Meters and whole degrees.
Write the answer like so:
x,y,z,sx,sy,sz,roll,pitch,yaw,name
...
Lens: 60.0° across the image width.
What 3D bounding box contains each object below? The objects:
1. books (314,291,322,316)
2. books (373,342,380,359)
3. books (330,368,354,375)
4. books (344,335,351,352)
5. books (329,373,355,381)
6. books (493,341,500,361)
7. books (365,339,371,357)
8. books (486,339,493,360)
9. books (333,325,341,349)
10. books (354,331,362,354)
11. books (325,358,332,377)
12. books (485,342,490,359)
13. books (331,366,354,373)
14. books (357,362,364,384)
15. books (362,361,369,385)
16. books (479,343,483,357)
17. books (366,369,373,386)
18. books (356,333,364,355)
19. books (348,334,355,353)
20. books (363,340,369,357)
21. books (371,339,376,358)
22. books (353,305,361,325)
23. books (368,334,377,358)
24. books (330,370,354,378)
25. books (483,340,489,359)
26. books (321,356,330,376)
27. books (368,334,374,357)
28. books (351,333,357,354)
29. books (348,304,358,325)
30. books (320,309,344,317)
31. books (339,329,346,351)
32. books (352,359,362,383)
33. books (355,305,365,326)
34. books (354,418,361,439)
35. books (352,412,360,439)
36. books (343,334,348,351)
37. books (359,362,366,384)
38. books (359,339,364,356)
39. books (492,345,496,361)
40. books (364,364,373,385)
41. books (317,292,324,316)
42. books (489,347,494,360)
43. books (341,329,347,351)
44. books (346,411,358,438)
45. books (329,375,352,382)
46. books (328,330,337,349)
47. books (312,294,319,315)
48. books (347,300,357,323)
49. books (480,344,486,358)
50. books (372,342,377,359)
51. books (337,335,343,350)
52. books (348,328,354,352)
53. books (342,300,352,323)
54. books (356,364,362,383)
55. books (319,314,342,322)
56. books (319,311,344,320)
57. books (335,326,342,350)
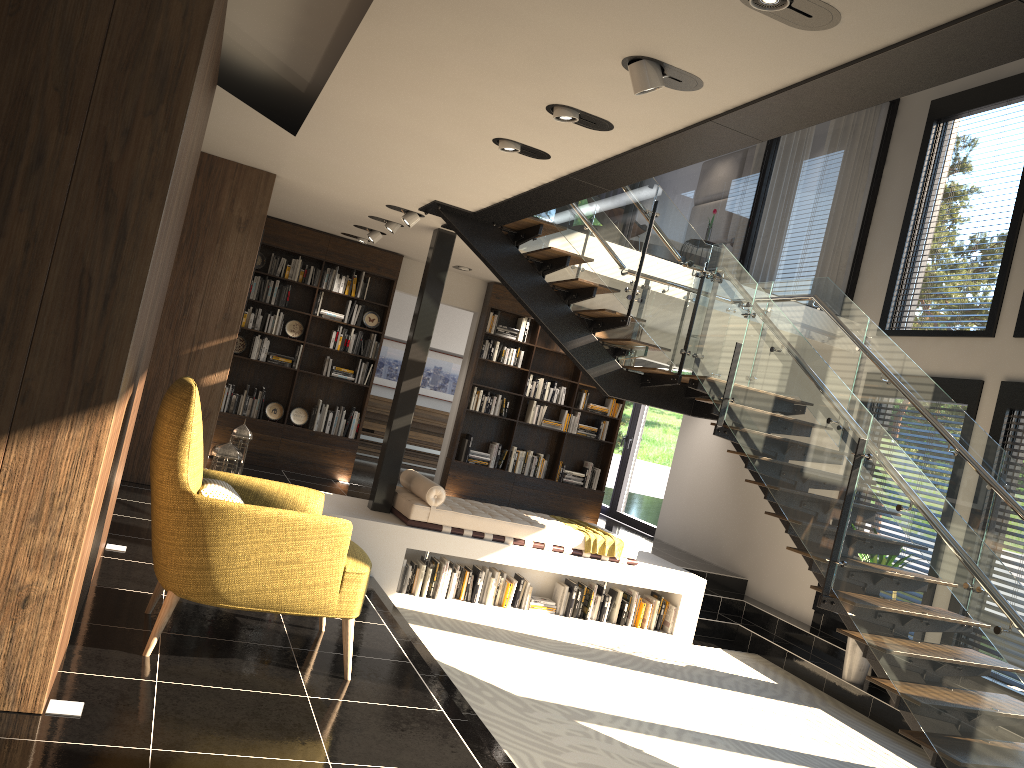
x,y,z,sx,sy,sz,roll,pitch,yaw,name
-2.200,-0.910,10.018,0.027,0.279,0.166,14,-1,-20,books
-1.571,-0.384,10.223,0.026,0.196,0.169,14,-1,-20,books
-1.949,-0.140,10.168,0.266,0.019,0.157,14,-1,-19,books
-1.880,-0.460,10.100,0.032,0.195,0.182,14,-1,-20,books
-1.956,-0.087,10.153,0.272,0.028,0.174,14,-1,-25,books
-0.211,-0.394,10.763,0.034,0.245,0.127,14,-1,-20,books
-1.661,-0.413,10.193,0.020,0.209,0.147,14,-1,-20,books
-0.287,-0.418,10.738,0.029,0.254,0.128,14,-1,-20,books
-2.005,-0.534,10.086,0.025,0.280,0.145,14,-1,-20,books
-1.776,-0.476,10.156,0.037,0.276,0.179,14,-1,-20,books
-2.089,-0.190,10.084,0.036,0.206,0.215,14,-1,-20,books
-0.315,-0.400,10.729,0.021,0.207,0.102,14,-1,-20,books
-1.946,-0.164,10.176,0.239,0.031,0.146,14,-1,-20,books
-1.753,-0.128,10.209,0.014,0.246,0.192,14,-1,-20,books
-1.702,-0.126,10.222,0.013,0.267,0.177,14,-1,-20,books
-0.399,-0.424,10.697,0.031,0.212,0.127,14,-1,-20,books
-1.659,-0.082,10.267,0.021,0.204,0.169,14,-1,-20,books
-1.751,-0.462,10.159,0.016,0.262,0.155,14,-1,-20,books
-1.836,-0.461,10.127,0.027,0.219,0.139,14,-1,-20,books
-1.691,-0.410,10.202,0.026,0.190,0.121,14,-1,-20,books
-1.615,-0.420,10.230,0.018,0.246,0.144,14,-1,-20,books
-1.796,-0.788,10.179,0.047,0.238,0.225,14,-1,-20,books
-1.619,-0.438,10.203,0.016,0.278,0.201,14,-1,-20,books
-1.953,-0.115,10.162,0.263,0.030,0.159,14,-1,-23,books
-0.337,-0.418,10.726,0.030,0.230,0.103,14,-1,-20,books
-2.126,-0.208,10.099,0.028,0.224,0.161,14,-1,-20,books
-1.641,-0.443,10.215,0.018,0.278,0.114,14,-1,-21,books
-1.816,-0.466,10.159,0.030,0.239,0.146,14,-1,-20,books
-1.823,-0.794,10.150,0.025,0.235,0.231,14,-1,-20,books
-2.060,-0.806,10.103,0.264,0.021,0.189,14,-1,-23,books
-1.942,-0.505,10.091,0.014,0.253,0.169,14,-1,-20,books
-1.787,-0.153,10.204,0.014,0.279,0.202,14,-1,-20,books
-1.752,-0.784,10.180,0.035,0.251,0.196,14,-1,-20,books
-1.800,0.510,10.248,0.029,0.247,0.139,14,-1,-20,books
-1.816,0.475,10.229,0.029,0.306,0.149,14,-1,-20,books
-1.915,-0.471,10.117,0.026,0.200,0.154,14,-1,-20,books
-1.743,-0.129,10.257,0.038,0.257,0.138,14,-1,-20,books
-1.733,-0.423,10.196,0.060,0.196,0.119,14,-1,-21,books
-0.240,-0.376,10.749,0.021,0.196,0.103,14,-1,-20,books
-1.674,-0.112,10.228,0.047,0.253,0.210,14,-1,-21,books
-2.182,-0.904,10.031,0.016,0.278,0.209,14,-1,-20,books
-0.265,-0.368,10.736,0.030,0.168,0.125,14,-1,-20,books
-1.923,-0.500,10.089,0.021,0.253,0.167,14,-1,-20,books
-1.846,0.463,10.224,0.035,0.314,0.168,14,-1,-20,books
-1.966,-0.064,10.164,0.245,0.021,0.159,14,-1,-18,books
-2.043,-0.507,10.082,0.033,0.211,0.132,14,-1,-20,books
-2.238,-0.899,10.033,0.028,0.242,0.194,14,-1,-20,books
-1.850,-0.827,10.136,0.049,0.286,0.259,14,-1,-20,books
-0.369,-0.399,10.700,0.037,0.177,0.109,14,-1,-20,books
-1.599,-0.392,10.230,0.023,0.200,0.120,14,-1,-21,books
-1.971,-0.475,10.089,0.028,0.180,0.130,14,-1,-20,books
-1.854,-0.497,10.129,0.020,0.281,0.152,14,-1,-20,books
-1.891,-0.826,10.138,0.023,0.264,0.218,14,-1,-20,books
-1.784,-0.124,10.233,0.024,0.226,0.141,14,-1,-21,books
-2.074,-0.751,10.107,0.239,0.033,0.176,14,-1,-23,books
-2.062,-0.781,10.095,0.266,0.030,0.209,14,-1,-20,books
-1.980,-0.524,10.077,0.019,0.272,0.175,14,-1,-20,books
